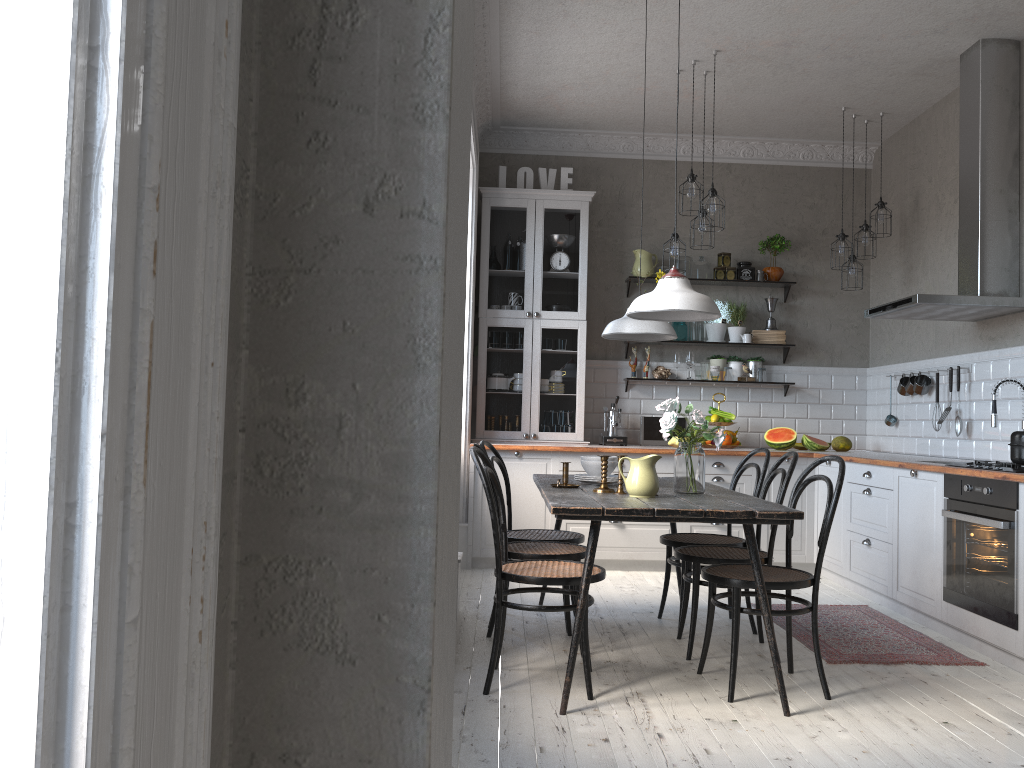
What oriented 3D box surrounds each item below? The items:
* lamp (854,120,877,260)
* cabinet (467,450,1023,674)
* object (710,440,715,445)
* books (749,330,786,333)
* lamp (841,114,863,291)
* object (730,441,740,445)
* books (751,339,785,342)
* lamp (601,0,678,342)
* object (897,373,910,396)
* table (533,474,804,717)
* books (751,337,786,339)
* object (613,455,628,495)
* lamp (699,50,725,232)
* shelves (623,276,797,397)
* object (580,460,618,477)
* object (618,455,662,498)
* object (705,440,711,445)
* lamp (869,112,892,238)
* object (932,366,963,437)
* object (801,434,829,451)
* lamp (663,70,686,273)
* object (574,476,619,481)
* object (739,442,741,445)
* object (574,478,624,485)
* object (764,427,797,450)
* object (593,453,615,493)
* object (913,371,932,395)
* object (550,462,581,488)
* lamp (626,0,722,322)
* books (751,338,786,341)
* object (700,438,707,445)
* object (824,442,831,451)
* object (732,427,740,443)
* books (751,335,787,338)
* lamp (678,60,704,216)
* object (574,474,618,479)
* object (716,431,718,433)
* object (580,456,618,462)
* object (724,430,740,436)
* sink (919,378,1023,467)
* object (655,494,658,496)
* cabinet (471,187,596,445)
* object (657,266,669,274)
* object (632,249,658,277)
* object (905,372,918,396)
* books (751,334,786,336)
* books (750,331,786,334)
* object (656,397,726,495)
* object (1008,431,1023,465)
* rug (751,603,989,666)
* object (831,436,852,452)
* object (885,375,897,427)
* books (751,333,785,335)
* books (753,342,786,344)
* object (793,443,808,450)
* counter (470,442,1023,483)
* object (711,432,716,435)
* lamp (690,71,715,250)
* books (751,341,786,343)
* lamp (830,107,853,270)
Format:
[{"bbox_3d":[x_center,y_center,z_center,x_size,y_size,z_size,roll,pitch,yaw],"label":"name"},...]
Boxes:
[{"bbox_3d":[2.611,-1.791,6.528,0.143,1.735,0.150,0,-3,40],"label":"lamp"},{"bbox_3d":[1.742,0.867,5.473,4.105,0.854,2.030,-1,-3,44],"label":"cabinet"},{"bbox_3d":[1.513,0.450,6.731,0.070,0.076,0.226,2,-3,-19],"label":"object"},{"bbox_3d":[2.019,-0.411,6.996,0.260,0.011,0.158,1,-2,4],"label":"books"},{"bbox_3d":[2.469,-1.547,6.405,0.149,1.735,0.144,3,-3,-30],"label":"lamp"},{"bbox_3d":[1.672,0.451,6.683,0.069,0.051,0.088,4,-3,-44],"label":"object"},{"bbox_3d":[2.017,-0.335,6.993,0.259,0.016,0.159,1,-2,10],"label":"books"},{"bbox_3d":[0.664,-1.156,4.475,0.378,1.858,0.381,1,-2,6],"label":"lamp"},{"bbox_3d":[2.787,0.005,6.258,0.107,0.161,0.138,1,-2,10],"label":"object"},{"bbox_3d":[0.567,0.841,4.037,0.906,0.735,1.916,2,-2,-1],"label":"table"},{"bbox_3d":[2.017,-0.357,6.994,0.260,0.011,0.158,1,-2,4],"label":"books"},{"bbox_3d":[0.453,0.372,3.687,0.061,0.172,0.063,1,-3,20],"label":"object"},{"bbox_3d":[1.230,-1.799,5.383,0.150,1.735,0.143,4,-3,-45],"label":"lamp"},{"bbox_3d":[1.546,-0.349,6.962,1.319,0.923,0.228,2,-2,-3],"label":"shelves"},{"bbox_3d":[0.415,0.412,4.222,0.181,0.094,0.178,2,-2,-11],"label":"object"},{"bbox_3d":[0.522,0.370,3.573,0.153,0.170,0.133,4,-3,-40],"label":"object"},{"bbox_3d":[1.498,0.440,6.715,0.084,0.057,0.090,0,-3,30],"label":"object"},{"bbox_3d":[2.658,-1.925,6.366,0.149,1.735,0.144,3,-3,-30],"label":"lamp"},{"bbox_3d":[2.758,0.112,5.627,0.081,0.443,0.328,2,-2,0],"label":"object"},{"bbox_3d":[2.256,0.437,6.551,0.227,0.127,0.146,2,-3,-19],"label":"object"},{"bbox_3d":[1.058,-1.581,5.683,0.150,1.735,0.144,3,-3,-35],"label":"lamp"},{"bbox_3d":[0.414,0.456,4.221,0.242,0.027,0.232,3,-3,-34],"label":"object"},{"bbox_3d":[1.654,0.446,6.805,0.212,0.044,0.055,0,-3,36],"label":"object"},{"bbox_3d":[0.413,0.466,4.220,0.235,0.027,0.240,1,-2,16],"label":"object"},{"bbox_3d":[1.997,0.408,6.589,0.232,0.174,0.220,1,-3,20],"label":"object"},{"bbox_3d":[0.391,0.373,3.756,0.097,0.172,0.094,3,-3,-21],"label":"object"},{"bbox_3d":[2.781,-0.006,6.003,0.107,0.161,0.138,1,-3,15],"label":"object"},{"bbox_3d":[0.241,0.409,3.986,0.141,0.112,0.137,2,-3,-19],"label":"object"},{"bbox_3d":[0.672,-1.193,3.583,0.372,1.858,0.387,0,-3,36],"label":"lamp"},{"bbox_3d":[2.017,-0.346,6.993,0.260,0.016,0.158,1,-2,7],"label":"books"},{"bbox_3d":[1.458,0.437,6.749,0.075,0.072,0.154,0,-3,28],"label":"object"},{"bbox_3d":[2.352,0.474,6.729,0.204,0.073,0.117,3,-3,-39],"label":"object"},{"bbox_3d":[1.696,0.387,6.760,0.060,0.120,0.127,1,-3,22],"label":"object"},{"bbox_3d":[2.018,-0.368,6.994,0.261,0.011,0.158,1,-2,1],"label":"books"},{"bbox_3d":[1.136,-1.925,5.542,0.148,1.735,0.145,2,-3,-15],"label":"lamp"},{"bbox_3d":[0.414,0.448,4.221,0.234,0.027,0.241,1,-3,21],"label":"object"},{"bbox_3d":[1.590,0.398,6.804,0.086,0.093,0.086,2,-2,-6],"label":"object"},{"bbox_3d":[0.415,0.392,4.223,0.181,0.094,0.178,2,-2,-11],"label":"object"},{"bbox_3d":[1.669,0.380,6.766,0.128,0.056,0.059,2,-2,-10],"label":"object"},{"bbox_3d":[2.524,0.321,4.739,0.529,0.720,0.485,2,-2,-2],"label":"sink"},{"bbox_3d":[0.576,0.376,3.658,0.059,0.167,0.060,1,-2,12],"label":"object"},{"bbox_3d":[0.161,-0.486,6.757,0.881,1.921,0.387,2,-2,-3],"label":"cabinet"},{"bbox_3d":[1.191,-0.869,6.968,0.103,0.111,0.103,2,-2,-2],"label":"object"},{"bbox_3d":[1.034,-0.929,6.905,0.189,0.216,0.174,1,-2,12],"label":"object"},{"bbox_3d":[2.789,-0.001,6.130,0.108,0.161,0.137,2,-2,1],"label":"object"},{"bbox_3d":[2.018,-0.378,6.994,0.260,0.011,0.158,1,-2,4],"label":"books"},{"bbox_3d":[2.019,-0.400,6.995,0.260,0.016,0.158,1,-2,7],"label":"books"},{"bbox_3d":[0.763,0.263,3.793,0.313,0.414,0.250,2,-2,-4],"label":"object"},{"bbox_3d":[2.313,0.285,3.941,0.193,0.147,0.190,3,-3,-22],"label":"object"},{"bbox_3d":[1.726,1.249,4.499,0.737,0.014,1.287,2,-2,-1],"label":"rug"},{"bbox_3d":[2.489,0.452,6.688,0.208,0.119,0.129,3,-3,-39],"label":"object"},{"bbox_3d":[2.787,0.124,6.513,0.077,0.379,0.082,2,-2,-2],"label":"object"},{"bbox_3d":[2.018,-0.389,6.995,0.259,0.016,0.159,1,-2,10],"label":"books"},{"bbox_3d":[2.016,-0.313,6.992,0.261,0.011,0.158,1,-2,1],"label":"books"},{"bbox_3d":[2.231,0.477,6.819,0.198,0.067,0.103,1,-2,4],"label":"object"},{"bbox_3d":[1.303,0.438,5.321,3.167,0.039,3.384,2,-2,-2],"label":"counter"},{"bbox_3d":[1.558,0.408,6.809,0.077,0.076,0.156,0,-3,25],"label":"object"},{"bbox_3d":[1.238,-1.735,5.695,0.148,1.735,0.145,2,-3,-15],"label":"lamp"},{"bbox_3d":[2.017,-0.325,6.992,0.260,0.011,0.158,1,-2,4],"label":"books"},{"bbox_3d":[2.345,-1.679,6.270,0.144,1.735,0.149,0,-3,30],"label":"lamp"}]
